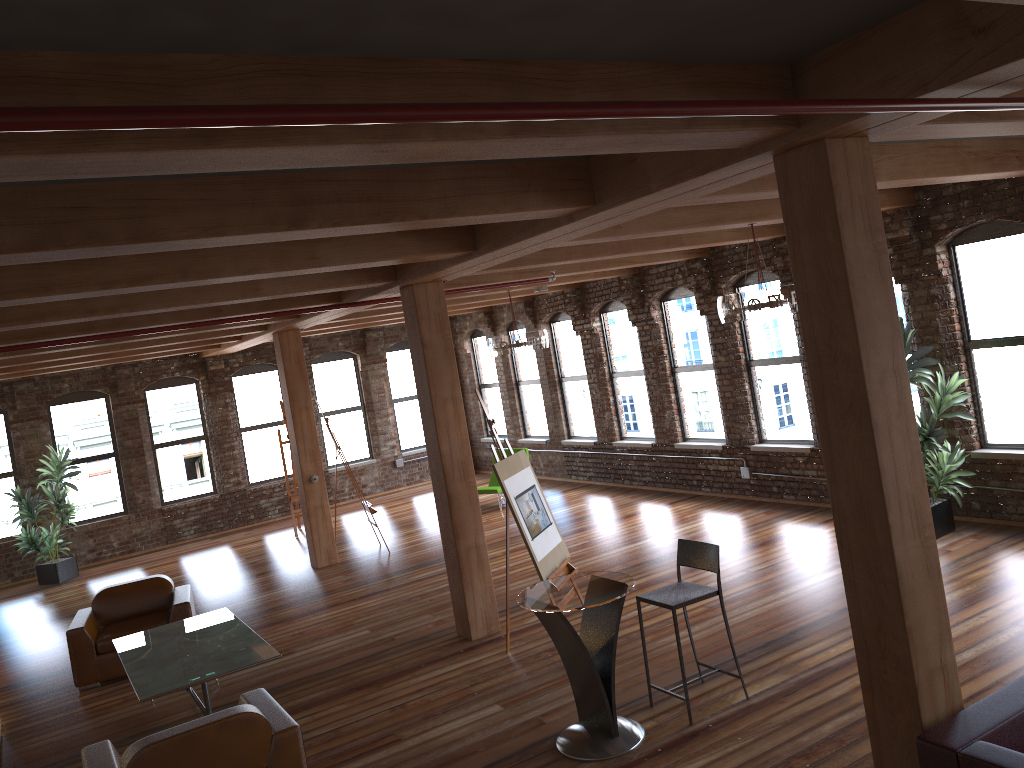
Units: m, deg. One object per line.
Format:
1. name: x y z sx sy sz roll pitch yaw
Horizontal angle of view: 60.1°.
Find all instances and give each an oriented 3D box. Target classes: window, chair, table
1. window: 1.701 -0.175 13.268 0.231 2.215 0.965 -9 0 -29
2. chair: 1.103 1.540 5.623 0.468 0.981 0.428 -10 1 -30
3. window: 3.856 -0.358 9.445 0.236 2.215 0.965 -9 0 -29
4. table: 0.460 1.696 5.351 0.722 0.924 0.721 -10 1 -5
5. window: 4.573 -0.419 8.171 0.236 2.215 0.965 -9 0 -29
6. chair: 2.316 1.636 3.356 0.868 0.592 1.068 -10 2 -29
7. chair: -1.788 2.177 4.985 1.067 0.735 0.828 -10 2 -30
8. window: -3.225 0.486 16.788 0.971 2.218 0.218 -10 0 -30
9. window: 0.268 -0.054 15.815 0.232 2.215 0.965 -9 0 -29
10. window: 2.421 -0.237 11.995 0.237 2.215 0.965 -9 0 -29
11. chair: -3.608 2.319 8.489 1.066 0.735 0.829 -10 2 -20
12. window: -0.462 0.008 17.112 0.233 2.215 0.965 -9 0 -29
13. window: -5.740 0.978 15.331 0.971 2.227 0.220 -10 0 -30
14. window: -1.952 0.239 17.525 0.971 2.218 0.218 -10 0 -30
15. window: -8.316 1.443 13.922 0.971 2.169 0.086 -10 0 -30
16. chair: -0.229 1.483 13.703 0.678 0.796 0.960 -9 2 36
17. window: 0.987 -0.115 14.540 0.234 2.215 0.965 -9 0 -29
18. table: -2.426 2.288 6.786 0.943 0.560 1.866 -11 3 -29
19. window: -4.485 0.735 16.058 0.971 2.227 0.220 -10 0 -30
20. window: 3.137 -0.297 10.719 0.233 2.215 0.965 -9 0 -29
21. window: -7.037 1.196 14.662 0.971 2.169 0.086 -10 0 -30

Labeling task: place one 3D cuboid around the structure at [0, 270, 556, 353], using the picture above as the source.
1. structure: -2.457 -0.567 7.560 6.831 0.112 0.051 -11 1 -30

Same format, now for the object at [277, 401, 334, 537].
1. object: -3.490 1.316 14.342 0.664 2.140 0.682 -10 0 -34

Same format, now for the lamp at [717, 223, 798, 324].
1. lamp: 2.152 -0.991 7.701 0.808 0.815 0.811 -9 1 13

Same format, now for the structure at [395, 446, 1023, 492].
1. structure: 2.416 1.079 12.094 1.640 0.313 13.664 -11 3 -36

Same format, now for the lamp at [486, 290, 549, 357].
1. lamp: 0.026 -0.811 11.477 0.809 0.815 0.810 -9 1 7

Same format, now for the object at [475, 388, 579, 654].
1. object: 0.109 1.055 7.015 0.683 2.140 0.703 -9 0 21

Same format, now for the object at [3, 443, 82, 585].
1. object: -7.172 1.986 13.605 0.963 2.103 1.084 -9 1 39

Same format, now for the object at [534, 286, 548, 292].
1. object: 0.382 -1.267 11.762 0.146 0.072 0.147 -11 2 -29

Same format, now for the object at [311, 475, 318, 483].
1. object: -2.536 1.224 11.395 0.096 0.095 0.061 -10 1 -30

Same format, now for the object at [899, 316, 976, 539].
1. object: 3.810 0.389 8.514 0.968 2.103 1.078 -10 1 -16

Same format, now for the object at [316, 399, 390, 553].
1. object: -2.198 1.218 11.805 0.686 2.140 0.660 -10 0 -19

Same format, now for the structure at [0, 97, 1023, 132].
1. structure: 0.389 -0.808 2.504 6.831 0.112 0.051 -11 1 -30
